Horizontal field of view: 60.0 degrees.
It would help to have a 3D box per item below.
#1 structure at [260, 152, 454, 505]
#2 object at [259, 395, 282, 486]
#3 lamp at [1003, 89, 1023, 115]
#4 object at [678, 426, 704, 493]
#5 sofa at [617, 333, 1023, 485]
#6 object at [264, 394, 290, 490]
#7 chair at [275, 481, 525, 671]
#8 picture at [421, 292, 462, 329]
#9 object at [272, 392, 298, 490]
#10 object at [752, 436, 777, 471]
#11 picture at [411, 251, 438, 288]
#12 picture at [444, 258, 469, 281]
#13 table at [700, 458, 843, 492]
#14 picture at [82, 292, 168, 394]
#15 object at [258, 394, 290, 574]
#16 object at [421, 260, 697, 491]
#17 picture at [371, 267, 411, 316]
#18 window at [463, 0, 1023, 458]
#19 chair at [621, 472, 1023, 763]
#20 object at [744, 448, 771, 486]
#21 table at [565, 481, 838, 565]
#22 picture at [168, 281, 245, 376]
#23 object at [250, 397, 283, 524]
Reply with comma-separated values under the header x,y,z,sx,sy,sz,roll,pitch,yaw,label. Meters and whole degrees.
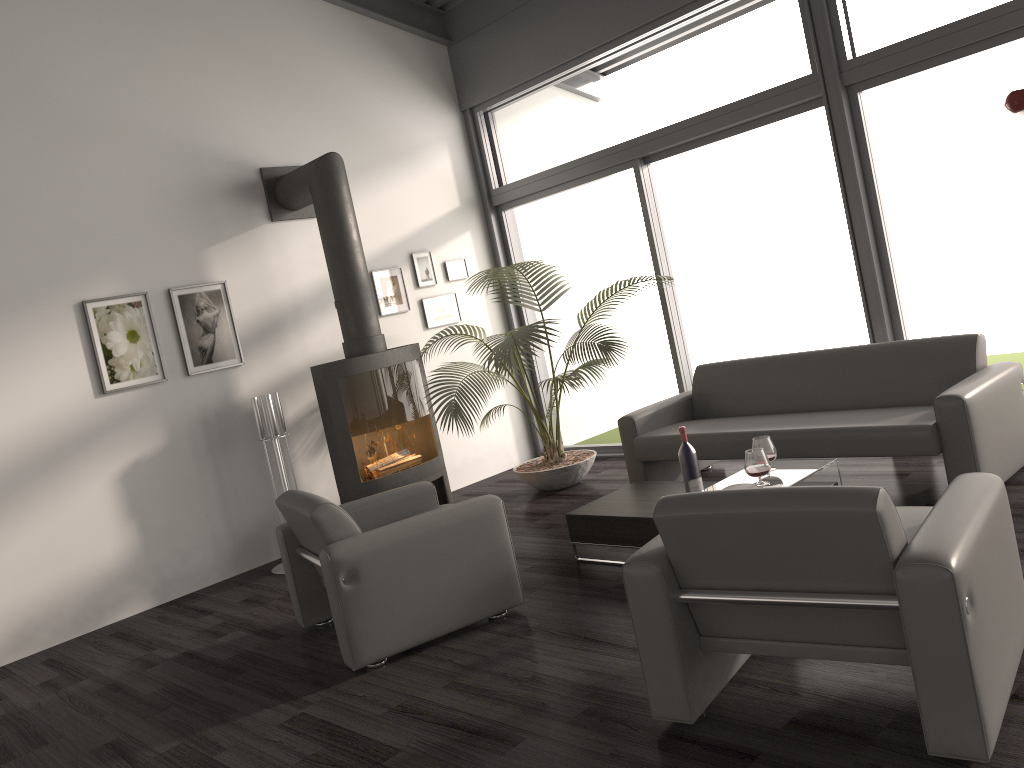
x,y,z,sx,sy,sz,roll,pitch,yaw,label
-1.254,-0.273,6.328,0.822,2.669,1.113,-15,4,-42,structure
-1.524,0.581,5.852,0.041,1.047,0.114,-12,3,3,object
2.405,-0.369,3.687,0.366,1.785,0.352,-15,4,-42,lamp
0.852,0.386,4.256,0.093,0.370,0.093,-15,4,-44,object
1.661,0.220,5.065,0.906,0.716,2.109,-16,6,-42,sofa
-1.394,0.555,5.667,0.167,1.018,0.079,-12,3,9,object
-0.548,0.765,4.220,0.913,0.716,0.962,-14,5,-27,chair
-0.570,-0.600,7.213,0.361,0.244,0.015,-16,5,-42,picture
-1.435,0.568,5.807,0.074,1.050,0.145,-12,3,9,object
1.189,0.329,4.174,0.115,0.155,0.116,-9,5,38,object
-0.704,-0.926,7.139,0.192,0.280,0.015,-15,4,-42,picture
-0.458,-0.950,7.366,0.222,0.166,0.015,-16,5,-42,picture
1.172,0.599,4.042,0.684,0.341,0.399,-16,6,-42,table
-2.397,-0.261,5.501,0.396,0.576,0.026,-15,4,-42,picture
-1.482,0.620,5.750,0.400,1.124,0.402,-12,3,7,object
0.166,-0.054,6.287,2.113,1.663,1.727,-8,5,42,object
-0.940,-0.721,6.894,0.289,0.352,0.015,-15,4,-42,picture
3.233,-1.451,4.243,0.387,3.464,9.718,-15,5,-42,window
0.985,0.568,2.769,0.960,0.716,0.915,-9,5,37,chair
1.094,0.370,3.944,0.116,0.155,0.115,-14,4,-34,object
0.915,0.683,4.338,0.603,0.249,1.197,-16,6,-42,table
-2.016,-0.374,5.864,0.396,0.576,0.026,-15,4,-42,picture
-1.556,0.569,5.676,0.042,0.981,0.116,-11,3,23,object
